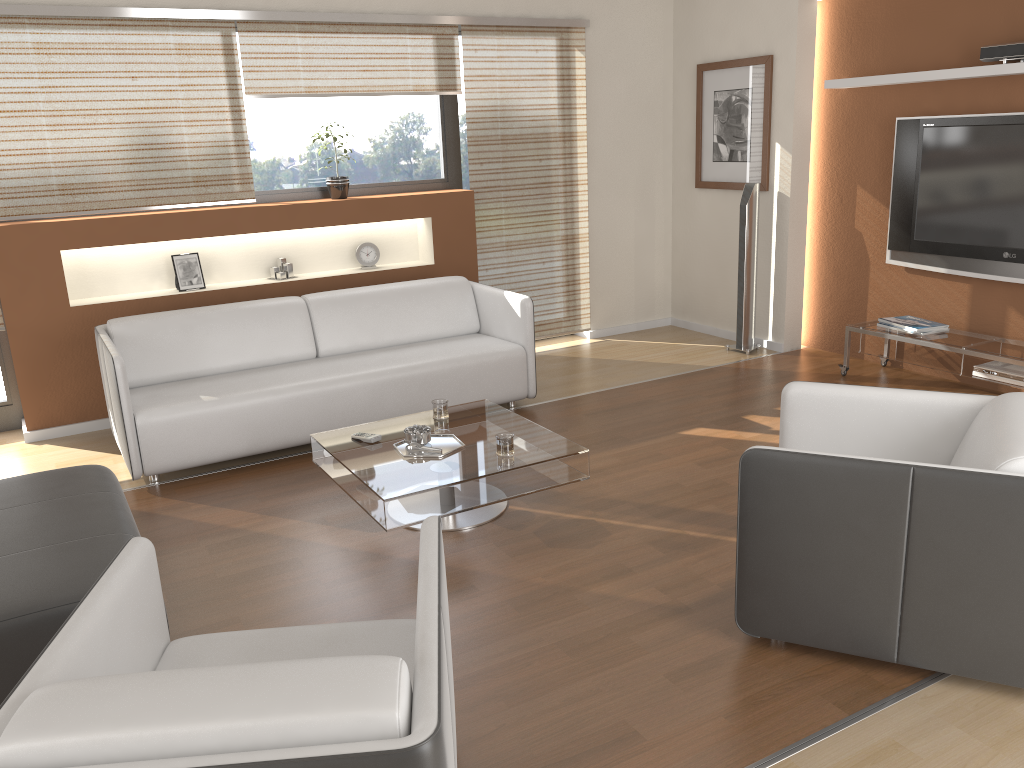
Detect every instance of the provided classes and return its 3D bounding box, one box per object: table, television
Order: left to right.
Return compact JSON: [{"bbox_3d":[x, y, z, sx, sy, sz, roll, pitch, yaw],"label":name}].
[{"bbox_3d":[-0.289,0.391,3.852,0.900,0.300,0.900,-11,18,-28],"label":"table"},{"bbox_3d":[2.760,-1.006,4.814,0.097,0.900,1.594,-11,18,-28],"label":"television"}]

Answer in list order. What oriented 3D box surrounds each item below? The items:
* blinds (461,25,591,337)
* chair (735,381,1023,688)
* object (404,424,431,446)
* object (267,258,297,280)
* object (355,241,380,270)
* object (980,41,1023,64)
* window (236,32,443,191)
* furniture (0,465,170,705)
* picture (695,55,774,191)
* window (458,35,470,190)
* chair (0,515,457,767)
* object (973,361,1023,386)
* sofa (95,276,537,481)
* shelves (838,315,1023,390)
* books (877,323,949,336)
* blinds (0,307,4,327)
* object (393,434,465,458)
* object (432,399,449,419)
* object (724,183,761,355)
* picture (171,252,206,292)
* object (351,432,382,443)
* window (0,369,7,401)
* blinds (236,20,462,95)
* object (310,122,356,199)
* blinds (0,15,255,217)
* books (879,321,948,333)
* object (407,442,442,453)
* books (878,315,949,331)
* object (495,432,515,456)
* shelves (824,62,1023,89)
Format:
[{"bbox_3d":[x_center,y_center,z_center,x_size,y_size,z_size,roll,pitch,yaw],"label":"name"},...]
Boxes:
[{"bbox_3d":[0.137,-1.398,6.341,0.980,2.200,0.001,-11,18,-28],"label":"blinds"},{"bbox_3d":[1.247,0.413,2.790,0.919,0.706,0.767,5,17,25],"label":"chair"},{"bbox_3d":[-0.402,0.217,3.780,0.117,0.079,0.118,-9,17,-21],"label":"object"},{"bbox_3d":[-1.471,-0.740,5.659,0.141,0.131,0.141,10,20,37],"label":"object"},{"bbox_3d":[-0.964,-0.860,5.923,0.160,0.176,0.096,-6,16,-13],"label":"object"},{"bbox_3d":[2.684,-1.719,4.586,0.182,0.109,0.470,-11,18,-28],"label":"object"},{"bbox_3d":[-1.714,-1.676,5.511,2.817,0.986,0.010,-11,18,-28],"label":"window"},{"bbox_3d":[-1.639,0.625,3.046,0.685,0.301,1.291,-11,18,-28],"label":"furniture"},{"bbox_3d":[1.559,-1.832,6.295,0.025,0.884,0.734,-11,18,-28],"label":"picture"},{"bbox_3d":[0.004,-1.451,6.574,0.889,2.162,0.010,-11,18,-28],"label":"window"},{"bbox_3d":[-0.507,0.732,1.850,0.767,0.661,0.919,-4,16,-4],"label":"chair"},{"bbox_3d":[2.742,-0.049,4.729,0.274,0.052,0.435,-11,18,-28],"label":"object"},{"bbox_3d":[-1.057,-0.132,4.993,2.238,0.661,0.919,-11,18,-28],"label":"sofa"},{"bbox_3d":[2.618,-0.082,5.003,0.444,0.340,1.617,-11,18,-28],"label":"shelves"},{"bbox_3d":[2.395,-0.342,5.303,0.228,0.017,0.326,-10,17,-25],"label":"books"},{"bbox_3d":[-3.264,-1.010,4.452,0.980,1.635,0.001,-11,18,-28],"label":"blinds"},{"bbox_3d":[-0.351,0.261,3.752,0.273,0.011,0.315,-9,17,-21],"label":"object"},{"bbox_3d":[-0.334,0.117,4.138,0.079,0.077,0.079,-15,20,-38],"label":"object"},{"bbox_3d":[1.648,-0.802,6.184,0.215,1.165,0.228,-13,19,-32],"label":"object"},{"bbox_3d":[-1.961,-0.679,5.360,0.159,0.216,0.133,-13,19,-33],"label":"picture"},{"bbox_3d":[-0.641,0.229,3.877,0.158,0.029,0.064,11,21,40],"label":"object"},{"bbox_3d":[-3.388,-0.824,4.751,0.889,2.093,0.010,-11,18,-28],"label":"window"},{"bbox_3d":[-0.968,-2.036,5.531,1.432,0.441,0.001,-11,18,-28],"label":"blinds"},{"bbox_3d":[-1.113,-1.416,5.634,0.268,0.477,0.342,-15,20,-37],"label":"object"},{"bbox_3d":[-2.210,-1.501,4.942,1.432,1.044,0.001,-11,18,-28],"label":"blinds"},{"bbox_3d":[2.395,-0.354,5.299,0.228,0.017,0.326,-6,16,-11],"label":"books"},{"bbox_3d":[-0.361,0.266,3.684,0.147,0.035,0.051,1,16,12],"label":"object"},{"bbox_3d":[2.394,-0.366,5.296,0.228,0.017,0.326,-7,16,-17],"label":"books"},{"bbox_3d":[-0.028,0.247,3.629,0.079,0.077,0.079,-15,20,-38],"label":"object"},{"bbox_3d":[2.712,-1.634,4.572,0.200,0.050,2.612,-11,18,-28],"label":"shelves"}]
